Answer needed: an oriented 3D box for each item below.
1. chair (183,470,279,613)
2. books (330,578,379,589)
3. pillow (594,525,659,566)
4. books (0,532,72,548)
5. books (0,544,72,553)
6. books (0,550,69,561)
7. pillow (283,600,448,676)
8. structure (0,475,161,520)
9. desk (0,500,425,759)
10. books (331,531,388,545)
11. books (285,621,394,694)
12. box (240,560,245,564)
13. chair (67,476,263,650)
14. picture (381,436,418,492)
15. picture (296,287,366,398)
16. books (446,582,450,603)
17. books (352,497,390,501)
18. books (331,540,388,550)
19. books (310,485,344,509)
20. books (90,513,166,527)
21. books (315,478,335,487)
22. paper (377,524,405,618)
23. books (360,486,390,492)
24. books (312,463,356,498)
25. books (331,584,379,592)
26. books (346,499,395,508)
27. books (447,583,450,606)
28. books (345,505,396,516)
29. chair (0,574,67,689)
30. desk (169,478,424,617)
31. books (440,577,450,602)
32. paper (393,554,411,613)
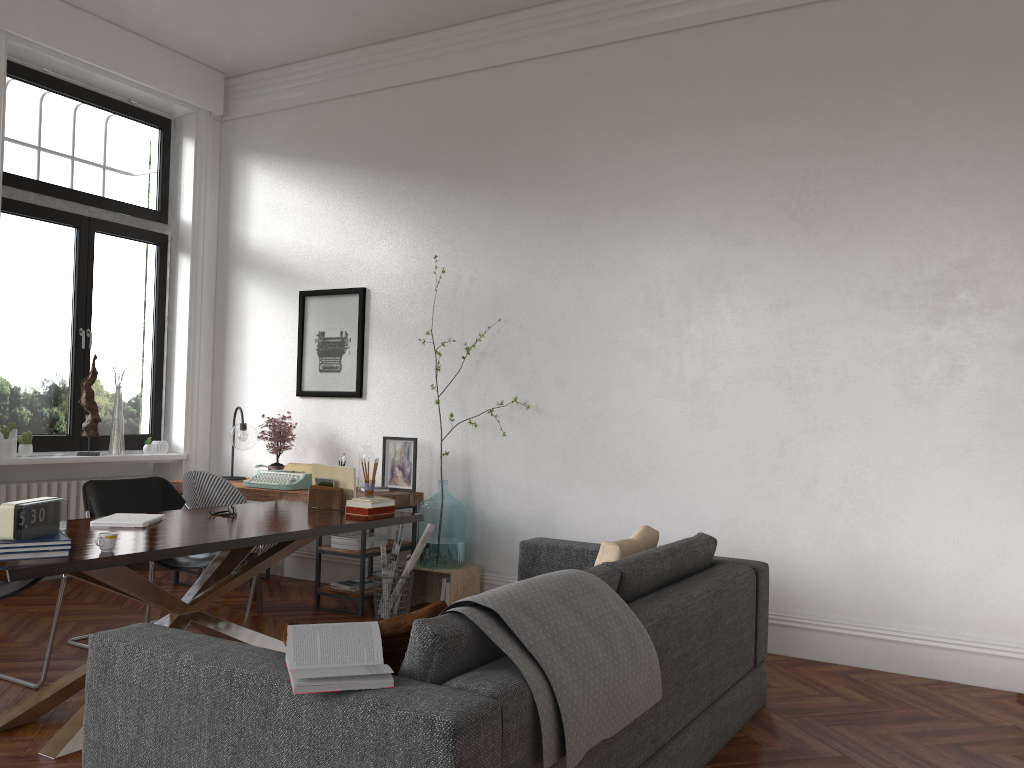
[{"bbox_3d":[-1.830,0.995,5.694,0.716,0.899,0.548,1,-1,23],"label":"chair"},{"bbox_3d":[-1.023,1.304,5.801,0.196,0.014,0.268,0,-3,41],"label":"books"},{"bbox_3d":[0.447,0.840,3.747,0.225,0.460,0.486,1,-2,30],"label":"pillow"},{"bbox_3d":[-1.722,0.543,3.133,0.250,0.017,0.344,3,-3,-35],"label":"books"},{"bbox_3d":[-1.722,0.560,3.132,0.250,0.017,0.344,3,-3,-35],"label":"books"},{"bbox_3d":[-1.738,0.581,3.132,0.264,0.027,0.347,3,-3,-35],"label":"books"},{"bbox_3d":[-0.412,0.795,2.453,0.470,0.396,0.330,2,-2,-23],"label":"pillow"},{"bbox_3d":[-3.208,1.091,6.548,0.225,0.778,1.454,1,-2,30],"label":"structure"},{"bbox_3d":[-1.473,1.008,3.990,1.029,0.751,2.227,1,-2,30],"label":"desk"},{"bbox_3d":[-0.993,1.002,5.783,0.225,0.038,0.309,1,-2,30],"label":"books"},{"bbox_3d":[-0.419,0.648,2.132,0.225,0.096,0.279,2,-2,-18],"label":"books"},{"bbox_3d":[-2.171,1.275,6.482,0.296,0.082,0.318,1,-2,30],"label":"box"},{"bbox_3d":[-1.900,0.969,4.838,0.745,0.872,0.753,1,-2,30],"label":"chair"},{"bbox_3d":[-0.778,0.551,6.113,0.282,0.369,0.023,1,-1,30],"label":"picture"},{"bbox_3d":[-1.365,-0.307,6.681,0.634,0.816,0.050,1,-1,30],"label":"picture"},{"bbox_3d":[-0.369,1.367,5.634,0.012,0.232,0.170,1,-1,30],"label":"books"},{"bbox_3d":[-0.744,0.606,4.679,0.128,0.008,0.159,0,-2,31],"label":"books"},{"bbox_3d":[-0.992,1.037,5.770,0.225,0.038,0.309,1,-2,29],"label":"books"},{"bbox_3d":[-1.010,0.616,4.811,0.221,0.124,0.029,1,-1,30],"label":"books"},{"bbox_3d":[-1.730,0.618,4.015,0.231,0.026,0.326,2,-2,-5],"label":"books"},{"bbox_3d":[-1.024,0.596,4.873,0.128,0.157,0.041,1,-1,30],"label":"books"},{"bbox_3d":[-0.764,1.161,5.649,0.047,0.626,0.294,1,-1,23],"label":"paper"},{"bbox_3d":[-0.946,0.713,6.015,0.213,0.031,0.129,3,-2,-23],"label":"books"},{"bbox_3d":[-0.984,0.564,4.900,0.310,0.239,0.043,1,-1,30],"label":"books"},{"bbox_3d":[-1.023,1.319,5.801,0.196,0.014,0.268,1,-2,29],"label":"books"},{"bbox_3d":[-0.741,0.625,4.663,0.164,0.028,0.207,1,-2,28],"label":"books"},{"bbox_3d":[-0.358,1.367,5.628,0.012,0.232,0.170,1,-1,30],"label":"books"},{"bbox_3d":[-0.742,0.658,4.653,0.159,0.040,0.216,0,-2,32],"label":"books"},{"bbox_3d":[-2.489,0.914,3.821,0.745,0.872,0.753,1,-2,30],"label":"chair"},{"bbox_3d":[-1.551,1.096,6.213,1.798,0.757,0.648,1,-2,30],"label":"desk"},{"bbox_3d":[-0.392,1.355,5.656,0.054,0.257,0.187,1,-1,31],"label":"books"},{"bbox_3d":[-0.700,1.278,5.630,0.126,0.388,0.026,2,-1,-38],"label":"paper"}]
